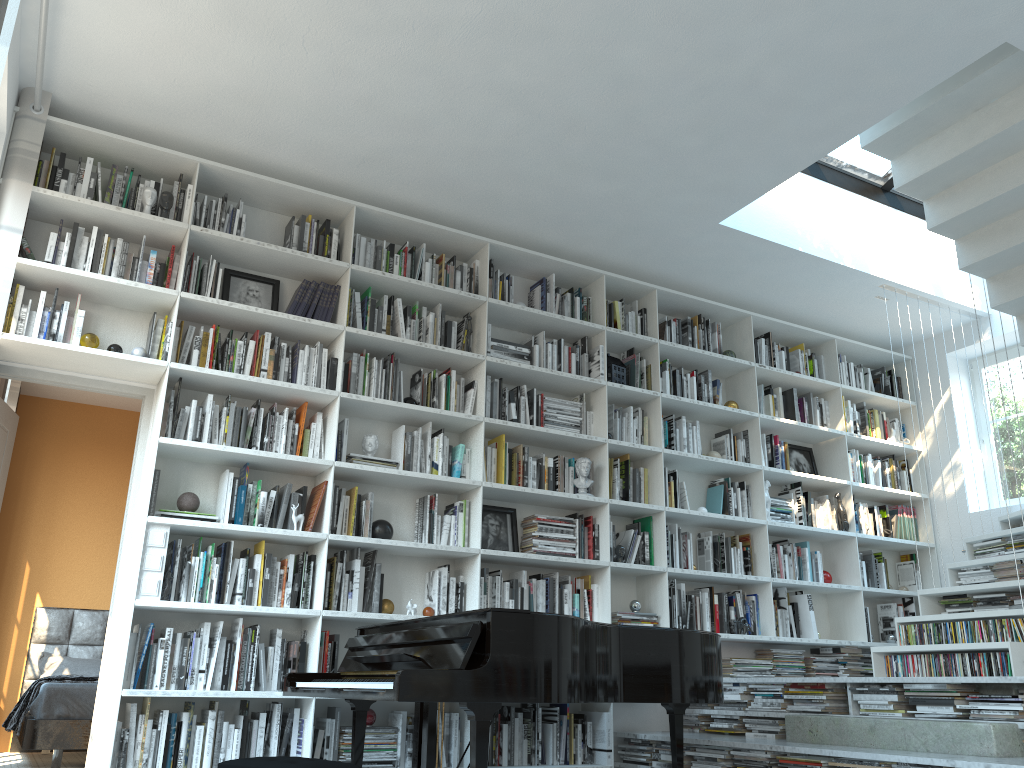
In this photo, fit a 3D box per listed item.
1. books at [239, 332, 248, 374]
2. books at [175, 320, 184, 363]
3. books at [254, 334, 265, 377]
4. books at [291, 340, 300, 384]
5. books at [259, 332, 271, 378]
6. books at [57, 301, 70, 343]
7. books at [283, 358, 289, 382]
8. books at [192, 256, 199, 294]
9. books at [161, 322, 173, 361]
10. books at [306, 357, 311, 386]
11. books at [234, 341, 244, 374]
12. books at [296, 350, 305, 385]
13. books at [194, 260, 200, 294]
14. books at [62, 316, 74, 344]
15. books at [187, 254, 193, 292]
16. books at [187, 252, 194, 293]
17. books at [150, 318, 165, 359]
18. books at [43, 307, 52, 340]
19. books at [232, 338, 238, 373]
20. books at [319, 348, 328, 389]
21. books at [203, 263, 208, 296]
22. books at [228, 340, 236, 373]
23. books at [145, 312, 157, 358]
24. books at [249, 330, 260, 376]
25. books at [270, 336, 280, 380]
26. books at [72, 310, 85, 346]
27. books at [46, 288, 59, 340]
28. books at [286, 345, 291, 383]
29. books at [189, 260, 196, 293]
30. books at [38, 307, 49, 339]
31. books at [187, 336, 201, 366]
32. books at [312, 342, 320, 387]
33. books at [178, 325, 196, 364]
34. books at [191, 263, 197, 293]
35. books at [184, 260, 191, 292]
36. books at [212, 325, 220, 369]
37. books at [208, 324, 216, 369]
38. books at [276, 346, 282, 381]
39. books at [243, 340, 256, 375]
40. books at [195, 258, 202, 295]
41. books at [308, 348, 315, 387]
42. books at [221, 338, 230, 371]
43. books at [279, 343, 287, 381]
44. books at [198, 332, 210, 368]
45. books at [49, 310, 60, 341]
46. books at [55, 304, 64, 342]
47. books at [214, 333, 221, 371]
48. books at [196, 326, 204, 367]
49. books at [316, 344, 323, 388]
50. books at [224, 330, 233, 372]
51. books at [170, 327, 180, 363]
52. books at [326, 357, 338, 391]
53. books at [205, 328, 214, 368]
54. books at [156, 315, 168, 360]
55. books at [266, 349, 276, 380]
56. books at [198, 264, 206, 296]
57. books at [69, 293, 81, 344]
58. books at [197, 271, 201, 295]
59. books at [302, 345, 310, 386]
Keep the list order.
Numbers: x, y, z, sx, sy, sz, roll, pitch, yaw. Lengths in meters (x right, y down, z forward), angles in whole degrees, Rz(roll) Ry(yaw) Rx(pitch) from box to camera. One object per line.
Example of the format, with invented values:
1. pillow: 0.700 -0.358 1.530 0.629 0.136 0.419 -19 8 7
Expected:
1. books: -1.407 -0.114 4.583 0.014 0.271 0.181 11 -21 -27
2. books: -1.678 -0.166 4.434 0.012 0.262 0.180 11 -21 -27
3. books: -1.332 -0.103 4.610 0.023 0.270 0.187 11 -21 -27
4. books: -1.167 -0.072 4.705 0.012 0.280 0.188 11 -21 -27
5. books: -1.306 -0.107 4.620 0.030 0.284 0.185 11 -21 -27
6. books: -2.123 -0.247 4.180 0.021 0.236 0.189 11 -21 -27
7. books: -1.213 -0.032 4.680 0.022 0.185 0.137 11 -21 -27
8. books: -1.648 -0.506 4.561 0.009 0.259 0.184 11 -21 -27
9. books: -1.718 -0.165 4.379 0.021 0.224 0.232 11 -21 -27
10. books: -1.114 -0.024 4.729 0.013 0.205 0.173 11 -21 -27
11. books: -1.425 -0.093 4.560 0.031 0.216 0.173 11 -21 -27
12. books: -1.147 -0.046 4.703 0.031 0.230 0.172 11 -21 -27
13. books: -1.644 -0.497 4.572 0.010 0.248 0.166 11 -21 -27
14. books: -2.122 -0.210 4.219 0.029 0.190 0.135 11 -21 -27
15. books: -1.674 -0.516 4.560 0.005 0.276 0.147 11 -21 -27
16. books: -1.671 -0.520 4.567 0.006 0.288 0.144 11 -21 -27
17. books: -1.780 -0.179 4.410 0.044 0.268 0.134 11 -21 -27
18. books: -2.190 -0.238 4.165 0.011 0.205 0.163 11 -21 -27
19. books: -1.446 -0.101 4.558 0.011 0.228 0.170 11 -21 -27
20. books: -1.037 -0.039 4.767 0.035 0.263 0.178 11 -21 -27
21. books: -1.605 -0.489 4.585 0.019 0.243 0.153 11 -21 -27
22. books: -1.454 -0.100 4.545 0.014 0.217 0.164 11 -21 -27
23. books: -1.794 -0.197 4.382 0.012 0.284 0.160 11 -21 -27
24. books: -1.357 -0.116 4.622 0.014 0.302 0.152 11 -21 -27
25. books: -1.268 -0.090 4.665 0.025 0.285 0.161 11 -21 -27
26. books: -2.068 -0.222 4.213 0.029 0.210 0.187 11 -21 -27
27. books: -2.170 -0.284 4.170 0.013 0.296 0.187 11 -21 -27
28. books: -1.196 -0.062 4.706 0.035 0.259 0.131 11 -21 -27
29. books: -1.657 -0.494 4.548 0.009 0.228 0.185 11 -21 -27
30. books: -2.215 -0.239 4.176 0.023 0.213 0.141 11 -21 -27
31. books: -1.604 -0.122 4.453 0.026 0.194 0.176 11 -21 -27
32. books: -1.072 -0.063 4.743 0.012 0.290 0.182 11 -21 -27
33. books: -1.654 -0.153 4.463 0.062 0.257 0.153 11 -21 -27
34. books: -1.647 -0.489 4.540 0.004 0.213 0.187 11 -21 -27
35. books: -1.680 -0.498 4.552 0.005 0.237 0.154 11 -21 -27
36. books: -1.524 -0.144 4.511 0.011 0.276 0.164 11 -21 -27
37. books: -1.543 -0.145 4.514 0.020 0.280 0.165 11 -21 -27
38. books: -1.247 -0.065 4.656 0.013 0.231 0.172 11 -21 -27
39. books: -1.383 -0.091 4.595 0.047 0.237 0.163 11 -21 -27
40. books: -1.627 -0.500 4.557 0.004 0.245 0.189 11 -21 -27
41. books: -1.102 -0.046 4.755 0.024 0.265 0.155 11 -21 -27
42. books: -1.484 -0.105 4.549 0.012 0.229 0.150 11 -21 -27
43. books: -1.235 -0.071 4.682 0.029 0.260 0.158 11 -21 -27
44. books: -1.576 -0.128 4.486 0.030 0.229 0.172 11 -21 -27
45. books: -2.161 -0.227 4.174 0.024 0.192 0.181 11 -21 -27
46. books: -2.149 -0.242 4.194 0.010 0.233 0.165 11 -21 -27
47. books: -1.508 -0.121 4.535 0.047 0.249 0.134 11 -21 -27
48. books: -1.596 -0.146 4.486 0.010 0.262 0.151 11 -21 -27
49. books: -1.063 -0.056 4.761 0.022 0.288 0.170 11 -21 -27
50. books: -1.471 -0.126 4.558 0.012 0.276 0.151 11 -21 -27
51. books: -1.698 -0.152 4.428 0.022 0.231 0.151 11 -21 -27
52. books: -0.993 -0.011 4.754 0.039 0.201 0.236 11 -21 -27
53. books: -1.556 -0.136 4.499 0.014 0.251 0.187 11 -21 -27
54. books: -1.748 -0.187 4.412 0.010 0.285 0.137 11 -21 -27
55. books: -1.280 -0.060 4.616 0.029 0.194 0.192 11 -21 -27
56. books: -1.610 -0.482 4.567 0.018 0.218 0.187 11 -21 -27
57. books: -2.093 -0.263 4.229 0.013 0.297 0.179 11 -21 -27
58. books: -1.640 -0.472 4.589 0.012 0.214 0.132 11 -21 -27
59. books: -1.123 -0.057 4.720 0.022 0.262 0.175 11 -21 -27
